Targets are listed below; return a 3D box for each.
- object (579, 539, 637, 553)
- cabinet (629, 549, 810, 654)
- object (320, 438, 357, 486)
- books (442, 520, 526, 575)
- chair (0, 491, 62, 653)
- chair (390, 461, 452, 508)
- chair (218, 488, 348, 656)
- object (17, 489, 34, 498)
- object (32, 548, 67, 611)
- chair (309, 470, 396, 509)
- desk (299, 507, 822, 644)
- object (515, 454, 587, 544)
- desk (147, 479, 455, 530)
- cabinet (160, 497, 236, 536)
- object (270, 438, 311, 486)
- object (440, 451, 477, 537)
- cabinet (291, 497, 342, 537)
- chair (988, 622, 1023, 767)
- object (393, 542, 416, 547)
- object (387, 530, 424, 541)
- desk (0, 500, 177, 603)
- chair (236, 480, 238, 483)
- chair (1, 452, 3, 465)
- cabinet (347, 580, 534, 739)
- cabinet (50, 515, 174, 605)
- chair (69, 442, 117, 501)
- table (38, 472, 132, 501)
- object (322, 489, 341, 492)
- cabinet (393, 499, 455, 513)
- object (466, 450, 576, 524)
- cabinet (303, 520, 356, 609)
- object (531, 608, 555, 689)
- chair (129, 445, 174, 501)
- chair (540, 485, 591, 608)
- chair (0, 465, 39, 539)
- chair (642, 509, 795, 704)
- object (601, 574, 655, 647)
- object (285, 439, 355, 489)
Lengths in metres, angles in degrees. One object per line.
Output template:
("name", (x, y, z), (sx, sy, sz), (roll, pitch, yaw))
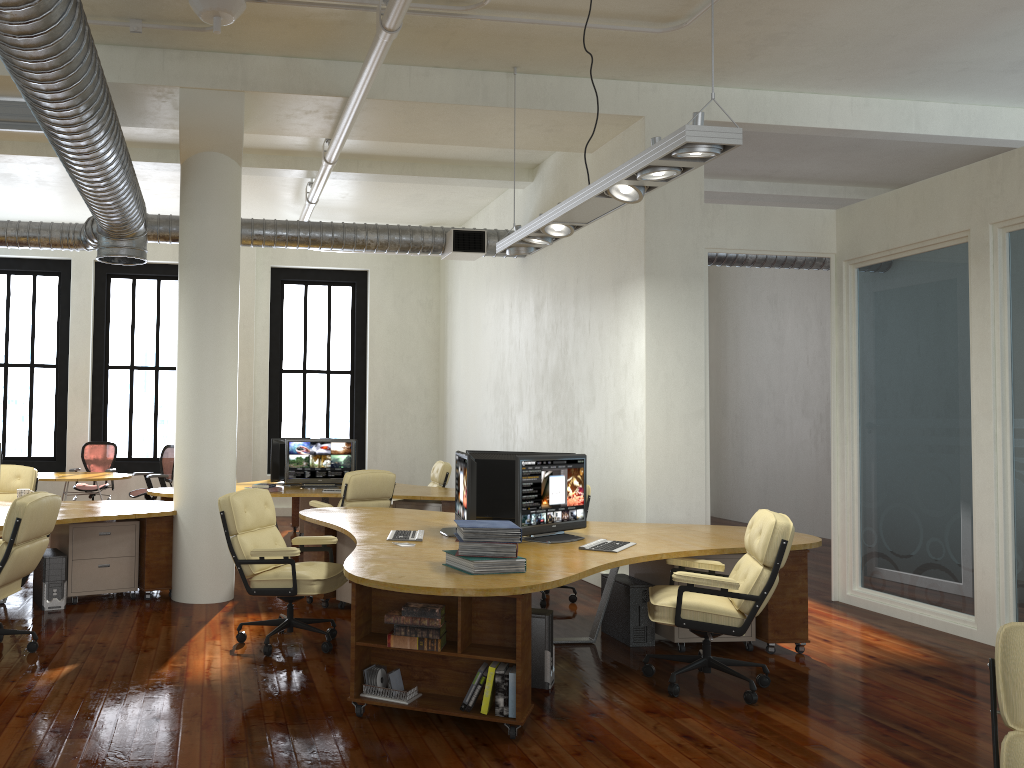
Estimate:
("object", (0.596, 0.999, 5.490), (0.249, 0.016, 0.436), (0, -3, 25))
("cabinet", (1.388, 1.437, 6.214), (0.859, 0.709, 0.918), (1, -3, -14))
("object", (-2.083, 0.928, 10.618), (0.264, 0.552, 0.886), (2, -3, -40))
("books", (-0.150, 0.844, 4.618), (0.416, 0.227, 0.459), (1, -3, -3))
("chair", (-3.302, 1.186, 5.571), (0.780, 1.021, 0.719), (1, -3, -3))
("chair", (-1.180, 1.469, 11.108), (0.766, 1.021, 0.731), (1, -3, -8))
("chair", (-1.522, 1.228, 5.956), (0.830, 1.021, 0.673), (0, -3, 17))
("object", (-4.226, 0.978, 7.693), (0.118, 0.131, 0.130), (-1, -3, 27))
("object", (-3.702, 1.556, 7.102), (0.165, 0.411, 0.523), (2, -3, -35))
("chair", (-1.640, 1.366, 9.003), (0.647, 1.021, 0.858), (3, -3, -44))
("desk", (-0.299, 1.402, 6.354), (3.512, 0.734, 3.852), (3, -4, -43))
("object", (0.270, 0.740, 5.814), (0.321, 0.552, 0.729), (-2, -4, 41))
("desk", (-2.255, 1.574, 10.717), (3.830, 0.734, 3.566), (1, -3, -7))
("cabinet", (-3.227, 1.527, 9.575), (0.807, 0.709, 0.970), (3, -3, -39))
("object", (-2.635, 0.918, 10.567), (0.316, 0.552, 0.742), (-1, -3, 24))
("object", (-0.343, 0.744, 6.069), (0.288, 0.552, 0.815), (1, -3, -8))
("cabinet", (-2.490, 1.637, 11.759), (0.869, 0.709, 0.908), (1, -3, -9))
("chair", (1.426, 1.081, 1.865), (0.779, 1.021, 0.715), (-1, -3, 26))
("object", (-0.663, 0.980, 5.426), (0.103, 0.015, 0.144), (2, -3, -26))
("object", (-0.700, 0.998, 5.863), (0.231, 0.016, 0.471), (1, -3, -2))
("desk", (-4.897, 1.371, 7.061), (3.798, 0.734, 3.573), (0, -3, 25))
("chair", (-3.638, 1.436, 11.140), (0.650, 1.021, 0.855), (2, -3, -39))
("chair", (-6.559, 1.353, 11.646), (0.744, 1.158, 0.742), (1, -3, -9))
("cabinet", (-0.303, 1.346, 4.730), (0.942, 0.709, 0.835), (0, -3, 17))
("cabinet", (-3.410, 1.432, 7.561), (0.810, 0.709, 0.967), (2, -3, -36))
("chair", (-5.911, 1.406, 12.600), (0.721, 1.158, 0.766), (1, -3, -5))
("table", (-5.750, 1.569, 11.627), (1.560, 0.745, 1.407), (0, -3, 13))
("object", (-1.803, 1.151, 9.546), (0.477, 0.016, 0.228), (1, -3, 0))
("cabinet", (-0.762, 1.565, 9.651), (0.958, 0.709, 0.820), (0, -3, 22))
("object", (0.054, 0.764, 6.395), (0.871, 0.552, 0.269), (-1, -3, 24))
("cabinet", (-1.088, 1.447, 7.192), (0.799, 0.709, 0.978), (3, -3, -43))
("object", (-0.007, 1.518, 5.164), (0.512, 0.411, 0.168), (0, -3, 20))
("chair", (-7.089, 1.243, 9.397), (1.042, 1.158, 7.156), (-2, -4, 45))
("chair", (0.201, 1.326, 7.584), (0.704, 1.021, 0.788), (3, -3, -44))
("chair", (-4.971, 1.296, 8.470), (0.715, 1.021, 0.784), (1, -3, -4))
("chair", (1.160, 1.226, 5.105), (0.819, 1.021, 0.683), (0, -3, 12))
("object", (0.805, 1.578, 6.232), (0.173, 0.411, 0.500), (1, -3, -17))
("object", (-2.176, 0.901, 10.065), (0.770, 0.552, 0.304), (1, -3, -15))
